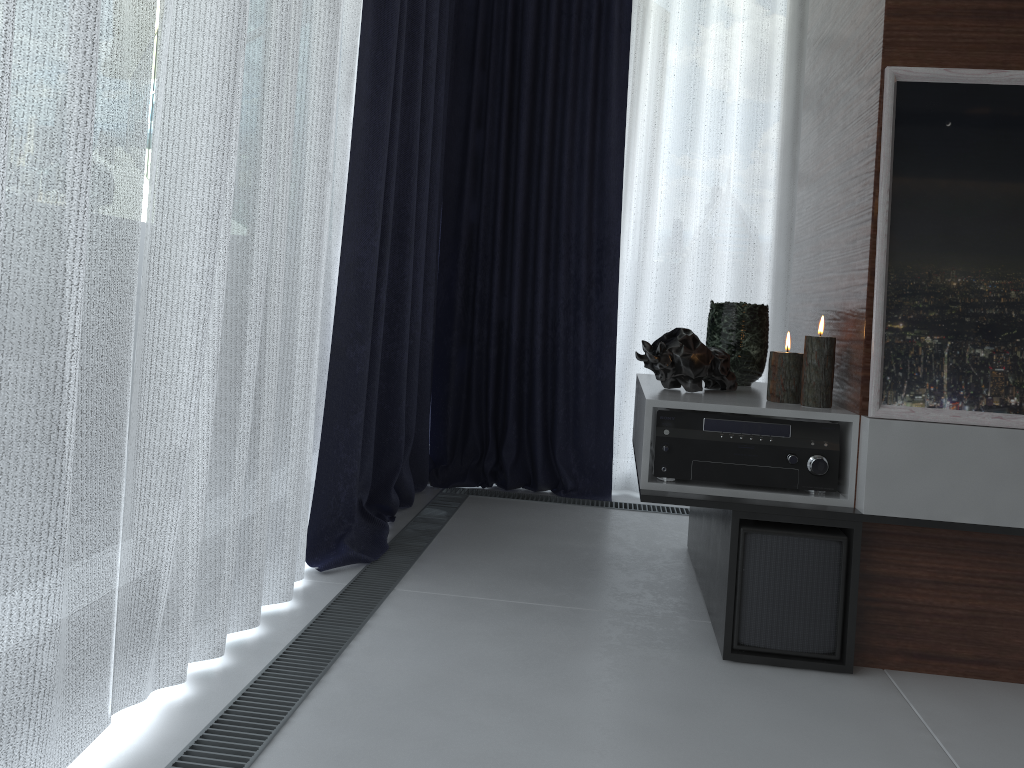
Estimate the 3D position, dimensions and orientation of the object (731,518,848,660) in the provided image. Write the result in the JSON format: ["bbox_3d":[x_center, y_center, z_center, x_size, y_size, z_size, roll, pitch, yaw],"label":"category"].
[{"bbox_3d":[0.563,0.406,1.867,0.213,0.251,0.255,4,2,7],"label":"object"}]

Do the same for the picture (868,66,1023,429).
[{"bbox_3d":[0.975,-0.267,1.726,0.500,0.700,0.053,4,0,7],"label":"picture"}]

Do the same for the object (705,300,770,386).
[{"bbox_3d":[0.617,-0.111,2.422,0.168,0.229,0.169,3,2,-17],"label":"object"}]

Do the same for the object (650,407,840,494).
[{"bbox_3d":[0.500,0.130,1.981,0.369,0.150,0.370,4,4,7],"label":"object"}]

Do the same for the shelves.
[{"bbox_3d":[1.470,0.338,2.071,2.350,0.499,0.875,4,4,7],"label":"shelves"}]

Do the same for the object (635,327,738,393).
[{"bbox_3d":[0.420,-0.059,2.114,0.310,0.150,0.138,1,3,-36],"label":"object"}]

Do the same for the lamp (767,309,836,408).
[{"bbox_3d":[0.636,-0.060,1.939,0.077,0.211,0.154,3,1,-35],"label":"lamp"}]
